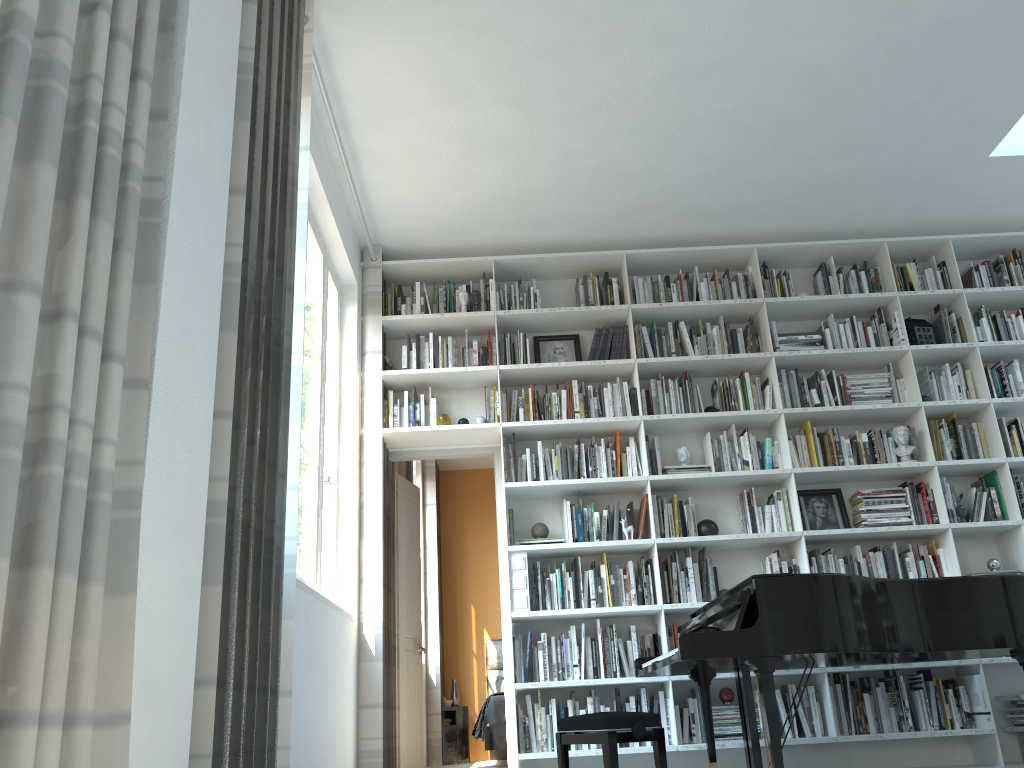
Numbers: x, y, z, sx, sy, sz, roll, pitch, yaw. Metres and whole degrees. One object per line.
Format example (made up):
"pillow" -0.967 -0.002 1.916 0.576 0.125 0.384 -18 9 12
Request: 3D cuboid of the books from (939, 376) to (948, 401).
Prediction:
"books" 2.662 0.077 5.535 0.023 0.206 0.171 -3 -21 -1

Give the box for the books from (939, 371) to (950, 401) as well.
"books" 2.677 0.061 5.535 0.023 0.235 0.179 -3 -21 -1

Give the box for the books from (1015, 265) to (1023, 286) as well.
"books" 3.274 -0.644 5.777 0.018 0.200 0.189 -3 -21 -1

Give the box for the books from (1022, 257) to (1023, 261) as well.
"books" 3.334 -0.674 5.811 0.008 0.273 0.163 -3 -21 -1

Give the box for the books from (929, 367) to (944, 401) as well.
"books" 2.650 0.046 5.547 0.019 0.274 0.146 -3 -21 -1

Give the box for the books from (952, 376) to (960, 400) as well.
"books" 2.730 0.075 5.522 0.027 0.196 0.185 -3 -21 -1

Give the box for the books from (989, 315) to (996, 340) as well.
"books" 3.038 -0.298 5.672 0.012 0.234 0.166 -3 -21 -1

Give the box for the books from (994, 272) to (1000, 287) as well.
"books" 3.145 -0.618 5.811 0.031 0.190 0.133 -3 -21 -1

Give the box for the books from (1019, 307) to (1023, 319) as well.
"books" 3.272 -0.329 5.691 0.012 0.284 0.160 -3 -21 -1

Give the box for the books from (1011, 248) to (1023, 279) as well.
"books" 3.291 -0.700 5.813 0.007 0.328 0.184 -3 -21 -1

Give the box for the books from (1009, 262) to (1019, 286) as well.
"books" 3.249 -0.653 5.792 0.018 0.230 0.160 -3 -21 -1

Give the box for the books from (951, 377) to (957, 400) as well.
"books" 2.711 0.075 5.518 0.024 0.194 0.173 -3 -21 -1

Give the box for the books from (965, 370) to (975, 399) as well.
"books" 2.818 0.052 5.520 0.028 0.229 0.177 -3 -21 -1

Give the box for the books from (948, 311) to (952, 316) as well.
"books" 2.820 -0.311 5.688 0.005 0.291 0.131 -3 -21 -1

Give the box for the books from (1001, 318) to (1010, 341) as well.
"books" 3.131 -0.293 5.682 0.028 0.222 0.142 -3 -21 -1

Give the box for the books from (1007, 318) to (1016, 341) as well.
"books" 3.170 -0.293 5.676 0.025 0.215 0.144 -3 -21 -1

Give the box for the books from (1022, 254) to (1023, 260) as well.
"books" 3.365 -0.694 5.808 0.008 0.305 0.183 -3 -21 -1

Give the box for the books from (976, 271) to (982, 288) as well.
"books" 3.022 -0.616 5.789 0.009 0.182 0.160 -3 -21 -1

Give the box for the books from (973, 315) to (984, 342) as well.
"books" 2.958 -0.298 5.671 0.026 0.242 0.148 -3 -21 -1

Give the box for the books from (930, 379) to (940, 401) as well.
"books" 2.601 0.085 5.515 0.028 0.185 0.182 -3 -21 -1

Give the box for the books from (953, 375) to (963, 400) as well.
"books" 2.750 0.067 5.525 0.029 0.210 0.158 -3 -21 -1

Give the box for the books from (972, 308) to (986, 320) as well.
"books" 3.002 -0.319 5.677 0.011 0.282 0.173 -3 -21 -1

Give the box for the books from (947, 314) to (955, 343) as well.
"books" 2.774 -0.299 5.662 0.005 0.254 0.159 -3 -21 -1

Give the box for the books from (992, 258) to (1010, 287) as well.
"books" 3.172 -0.666 5.785 0.028 0.257 0.185 -3 -21 -1

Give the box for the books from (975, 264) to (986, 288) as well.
"books" 3.032 -0.643 5.786 0.013 0.228 0.174 -3 -21 -1

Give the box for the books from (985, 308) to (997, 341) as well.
"books" 3.051 -0.324 5.688 0.021 0.295 0.139 -3 -21 -1

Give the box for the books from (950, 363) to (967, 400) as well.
"books" 2.784 0.030 5.548 0.028 0.292 0.155 -3 -21 -1

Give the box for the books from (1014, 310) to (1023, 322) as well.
"books" 3.241 -0.323 5.675 0.012 0.263 0.157 -3 -21 -1

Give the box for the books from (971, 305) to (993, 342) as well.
"books" 3.014 -0.333 5.676 0.014 0.305 0.153 -3 -21 -1

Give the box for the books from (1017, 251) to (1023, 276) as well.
"books" 3.303 -0.692 5.793 0.015 0.298 0.184 -3 -21 -1

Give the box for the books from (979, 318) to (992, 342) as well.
"books" 2.985 -0.289 5.648 0.026 0.207 0.181 -3 -21 -1

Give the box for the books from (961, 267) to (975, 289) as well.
"books" 2.963 -0.628 5.778 0.046 0.205 0.184 -3 -21 -1

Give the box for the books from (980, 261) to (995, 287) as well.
"books" 3.091 -0.653 5.803 0.030 0.254 0.161 -3 -21 -1

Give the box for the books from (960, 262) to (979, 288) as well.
"books" 2.989 -0.646 5.792 0.009 0.243 0.174 -3 -21 -1

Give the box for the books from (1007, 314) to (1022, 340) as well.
"books" 3.193 -0.308 5.669 0.023 0.236 0.150 -3 -21 -1

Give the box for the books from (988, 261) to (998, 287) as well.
"books" 3.117 -0.654 5.806 0.021 0.255 0.169 -3 -21 -1

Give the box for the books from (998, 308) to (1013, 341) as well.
"books" 3.149 -0.323 5.689 0.013 0.283 0.155 -3 -21 -1

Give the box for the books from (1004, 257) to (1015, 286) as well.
"books" 3.235 -0.671 5.819 0.007 0.284 0.160 -3 -21 -1

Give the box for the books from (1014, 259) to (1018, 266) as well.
"books" 3.286 -0.662 5.800 0.008 0.250 0.170 -3 -21 -1

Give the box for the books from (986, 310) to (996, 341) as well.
"books" 3.027 -0.316 5.669 0.010 0.267 0.166 -3 -21 -1

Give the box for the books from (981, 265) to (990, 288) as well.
"books" 3.062 -0.638 5.798 0.028 0.225 0.164 -3 -21 -1

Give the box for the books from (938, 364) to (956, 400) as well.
"books" 2.693 0.035 5.522 0.028 0.274 0.187 -3 -21 -1

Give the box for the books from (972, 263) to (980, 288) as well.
"books" 2.999 -0.643 5.800 0.011 0.243 0.173 -3 -21 -1

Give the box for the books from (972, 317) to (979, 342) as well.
"books" 2.939 -0.293 5.676 0.012 0.238 0.139 -3 -21 -1

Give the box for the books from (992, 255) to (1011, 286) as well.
"books" 3.197 -0.675 5.813 0.024 0.291 0.168 -3 -21 -1

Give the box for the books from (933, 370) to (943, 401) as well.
"books" 2.636 0.059 5.542 0.028 0.249 0.165 -3 -21 -1

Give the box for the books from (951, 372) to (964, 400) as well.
"books" 2.768 0.058 5.536 0.024 0.233 0.150 -3 -21 -1

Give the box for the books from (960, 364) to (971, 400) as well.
"books" 2.800 0.036 5.544 0.025 0.276 0.173 -3 -21 -1

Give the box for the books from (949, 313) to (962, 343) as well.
"books" 2.797 -0.302 5.648 0.013 0.247 0.187 -3 -21 -1

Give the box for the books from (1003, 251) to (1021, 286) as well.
"books" 3.259 -0.689 5.811 0.006 0.311 0.179 -3 -21 -1

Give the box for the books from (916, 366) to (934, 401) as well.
"books" 2.586 0.047 5.553 0.018 0.284 0.160 -3 -21 -1

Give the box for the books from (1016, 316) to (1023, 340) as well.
"books" 3.215 -0.301 5.651 0.021 0.208 0.181 -3 -21 -1

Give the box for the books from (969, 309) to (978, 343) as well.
"books" 2.915 -0.318 5.670 0.012 0.284 0.160 -3 -21 -1

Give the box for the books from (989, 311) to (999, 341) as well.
"books" 3.068 -0.314 5.691 0.012 0.275 0.133 -3 -21 -1

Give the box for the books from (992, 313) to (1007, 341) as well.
"books" 3.089 -0.307 5.663 0.027 0.240 0.160 -3 -21 -1

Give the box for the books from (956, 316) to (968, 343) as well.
"books" 2.829 -0.288 5.642 0.008 0.213 0.224 -3 -21 -1

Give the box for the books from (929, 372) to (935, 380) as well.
"books" 2.619 0.065 5.545 0.024 0.241 0.160 -3 -21 -1
